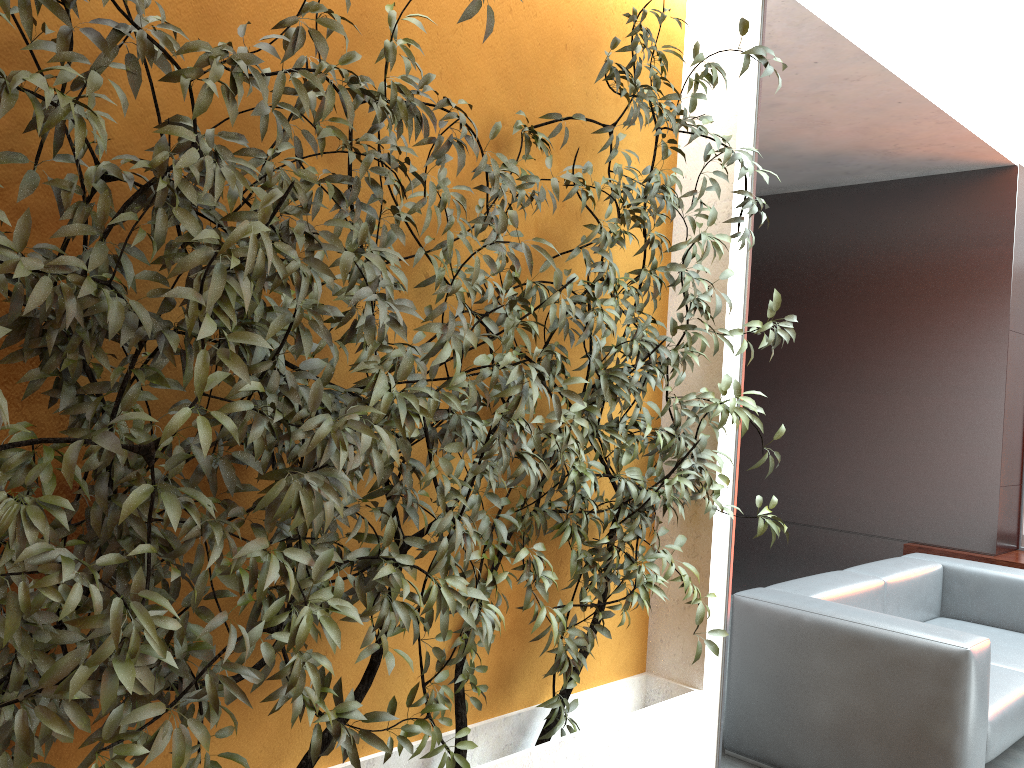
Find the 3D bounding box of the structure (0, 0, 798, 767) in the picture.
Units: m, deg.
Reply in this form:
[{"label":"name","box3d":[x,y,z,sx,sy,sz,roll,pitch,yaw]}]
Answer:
[{"label":"structure","box3d":[-0.291,-0.096,2.059,0.622,2.483,3.166,3,-1,44]}]

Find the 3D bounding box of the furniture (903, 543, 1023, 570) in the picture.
[{"label":"furniture","box3d":[4.846,1.213,3.794,6.000,0.109,0.600,3,-1,45]}]

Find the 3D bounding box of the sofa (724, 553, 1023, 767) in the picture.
[{"label":"sofa","box3d":[1.890,1.228,3.990,0.943,0.652,2.025,3,-1,45]}]
